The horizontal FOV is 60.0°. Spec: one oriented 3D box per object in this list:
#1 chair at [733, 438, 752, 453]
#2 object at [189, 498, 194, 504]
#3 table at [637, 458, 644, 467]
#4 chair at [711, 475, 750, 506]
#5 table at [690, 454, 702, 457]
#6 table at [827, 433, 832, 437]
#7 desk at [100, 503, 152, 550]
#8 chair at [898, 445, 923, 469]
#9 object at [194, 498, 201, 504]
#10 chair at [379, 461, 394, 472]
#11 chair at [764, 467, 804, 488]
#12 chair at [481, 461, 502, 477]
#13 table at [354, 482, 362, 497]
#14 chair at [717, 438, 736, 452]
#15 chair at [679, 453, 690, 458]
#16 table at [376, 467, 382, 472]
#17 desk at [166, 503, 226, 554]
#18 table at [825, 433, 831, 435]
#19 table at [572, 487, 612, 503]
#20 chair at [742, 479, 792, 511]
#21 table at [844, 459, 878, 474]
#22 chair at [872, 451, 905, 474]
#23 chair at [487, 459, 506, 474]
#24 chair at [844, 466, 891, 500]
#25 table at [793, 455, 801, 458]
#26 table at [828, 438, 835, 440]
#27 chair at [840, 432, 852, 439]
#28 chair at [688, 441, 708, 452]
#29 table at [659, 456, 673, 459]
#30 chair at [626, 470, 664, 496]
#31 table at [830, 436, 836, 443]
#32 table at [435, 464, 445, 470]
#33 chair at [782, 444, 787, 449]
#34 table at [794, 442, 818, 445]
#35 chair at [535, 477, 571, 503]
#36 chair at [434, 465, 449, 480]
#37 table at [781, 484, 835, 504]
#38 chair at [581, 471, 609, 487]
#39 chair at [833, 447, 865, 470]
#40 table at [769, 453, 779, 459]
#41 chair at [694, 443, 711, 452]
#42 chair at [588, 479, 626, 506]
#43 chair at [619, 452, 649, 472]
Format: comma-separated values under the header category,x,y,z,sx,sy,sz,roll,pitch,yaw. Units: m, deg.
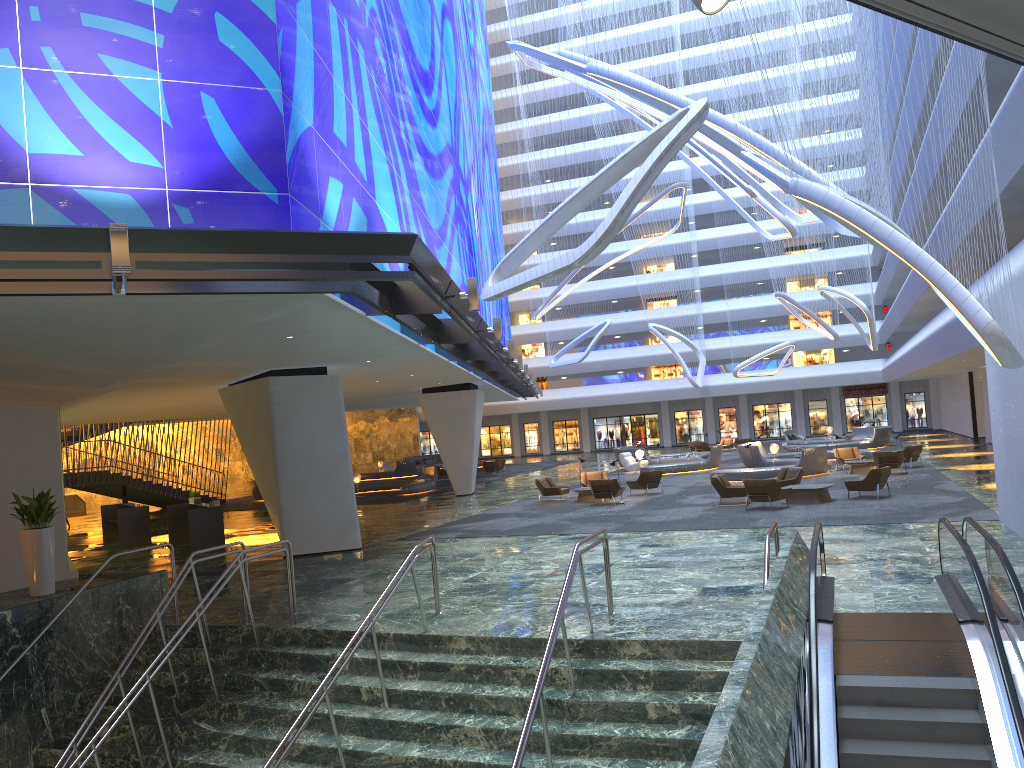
category,x,y,z,sx,sy,sz,roll,pitch,yaw
chair,13.024,3.459,49.885,0.929,0.766,0.939,-4,-2,-1
object,-8.578,3.141,23.802,0.150,0.145,0.150,-3,-2,-36
table,5.675,3.604,39.303,0.418,0.595,0.428,-4,-1,-6
chair,5.738,2.769,23.177,0.939,0.766,0.929,-5,-2,22
table,9.047,3.632,43.120,0.673,0.406,0.672,-4,-2,-18
table,18.322,3.171,51.191,0.417,0.595,0.428,-4,-2,-26
desk,-11.098,4.038,25.430,0.813,1.096,2.983,-4,-3,-33
chair,13.524,2.499,30.424,0.928,0.766,0.940,-3,-2,-36
object,-8.330,3.106,23.479,0.150,0.145,0.150,-3,-2,-36
chair,-7.818,5.301,55.355,0.728,0.881,1.159,-4,-2,-25
chair,7.421,2.684,24.184,0.938,0.766,0.931,-4,-2,-18
chair,-1.052,4.382,45.973,0.930,0.766,0.938,-5,-2,19
table,-6.549,4.488,37.641,0.428,0.595,0.418,-5,-1,19
chair,12.548,3.587,51.790,0.931,0.766,0.938,-6,-2,39
chair,8.014,3.690,43.630,1.783,0.501,0.586,-4,-2,-16
table,-8.088,5.405,54.459,0.418,0.595,0.427,-5,-1,19
desk,-8.189,3.688,22.870,0.813,1.096,2.983,-4,-3,-31
table,18.792,3.198,52.368,0.418,0.595,0.428,-4,-1,-6
table,2.525,3.397,27.287,1.204,0.392,1.203,-5,-3,21
chair,6.166,2.657,21.515,0.938,0.766,0.931,-3,-3,-43
table,11.831,2.784,29.817,1.204,0.392,1.203,-5,-3,20
chair,12.059,2.517,28.355,0.930,0.766,0.938,-5,-2,26
chair,-0.855,4.459,47.928,0.938,0.766,0.931,-3,-2,-31
chair,8.913,2.470,22.137,0.940,0.766,0.928,-6,-3,45
table,11.907,3.046,35.472,1.204,0.392,1.203,-5,-3,21
table,18.096,3.236,49.810,0.671,0.406,0.673,-5,-2,17
chair,18.478,2.948,48.149,0.928,0.766,0.940,-3,-2,-36
chair,10.837,3.725,51.855,0.928,0.766,0.940,-4,-2,-26
table,7.558,3.761,43.379,0.674,0.406,0.670,-6,-3,40
chair,4.218,3.112,27.894,0.928,0.766,0.940,-3,-2,-36
table,16.853,3.072,46.651,0.418,0.595,0.427,-5,-1,17
table,-4.663,5.385,57.360,0.670,0.406,0.674,-3,-2,-25
chair,14.670,3.384,48.221,0.490,0.501,0.587,-3,-2,-35
table,15.330,3.283,46.169,1.204,0.392,1.203,-5,-3,21
chair,1.297,3.358,28.240,0.940,0.766,0.929,-6,-2,29
chair,-3.581,4.582,45.987,0.938,0.766,0.930,-4,-2,-9
table,7.465,2.775,22.366,1.205,0.392,1.202,-6,-3,38
chair,2.735,3.289,29.176,0.929,0.766,0.939,-5,-2,4
chair,12.041,2.677,31.706,0.929,0.766,0.939,-5,-2,4
table,10.342,3.030,34.943,0.418,0.595,0.427,-5,-1,19
chair,10.639,3.607,49.037,0.938,0.766,0.931,-3,-2,-28
chair,2.754,3.129,25.825,0.930,0.766,0.938,-5,-2,26
chair,5.543,3.534,40.234,1.159,0.881,0.728,-6,-2,40
